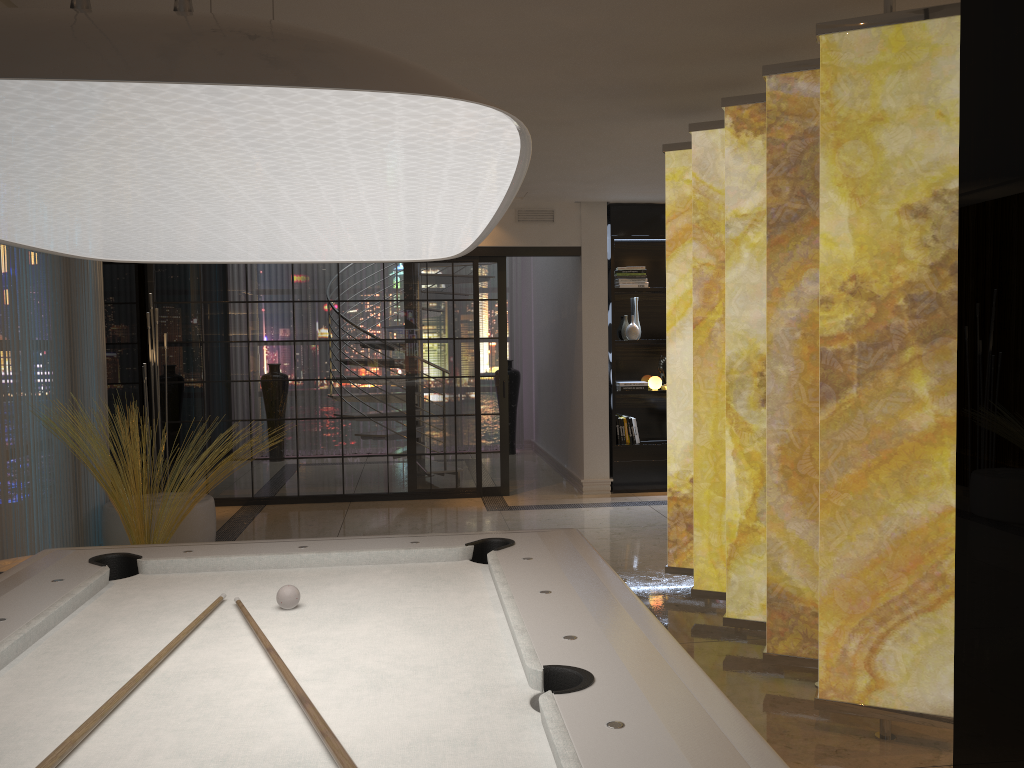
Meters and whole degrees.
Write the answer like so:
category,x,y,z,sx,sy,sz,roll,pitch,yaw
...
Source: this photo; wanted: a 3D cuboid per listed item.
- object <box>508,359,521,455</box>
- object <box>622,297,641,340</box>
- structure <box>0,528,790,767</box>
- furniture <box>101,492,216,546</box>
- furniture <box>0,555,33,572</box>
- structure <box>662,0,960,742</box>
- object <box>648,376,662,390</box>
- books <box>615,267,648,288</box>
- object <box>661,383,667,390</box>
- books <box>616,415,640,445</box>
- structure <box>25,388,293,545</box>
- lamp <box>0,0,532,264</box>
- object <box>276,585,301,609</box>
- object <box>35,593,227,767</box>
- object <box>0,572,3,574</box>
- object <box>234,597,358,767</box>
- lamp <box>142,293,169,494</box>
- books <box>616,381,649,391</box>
category,x,y,z,sx,sy,sz,roll,pitch,yaw
object,-0.050,0.285,10.954,0.327,1.173,0.327,-3,3,-35
object,1.104,-0.598,8.118,0.180,0.395,0.210,-1,3,-3
structure,-0.454,0.928,1.510,1.659,0.812,2.912,-1,3,-6
furniture,-2.431,0.962,6.128,0.735,0.357,0.735,-3,3,-34
furniture,-2.311,1.051,4.258,0.735,0.357,0.735,-1,3,-4
structure,1.182,-0.083,3.965,0.448,2.555,2.180,-1,3,-6
object,1.320,-0.010,8.181,0.125,0.125,0.125,1,3,33
books,1.085,-0.970,8.120,0.302,0.188,0.259,-1,3,0
object,1.487,-0.101,8.176,0.177,0.311,0.177,-1,3,-6
books,1.045,0.414,8.185,0.236,0.270,0.210,-1,3,-7
structure,-2.014,0.609,5.206,1.275,1.142,1.282,1,4,40
lamp,-0.495,-0.762,1.422,0.939,0.995,1.578,-1,3,-6
object,-0.537,0.511,2.128,0.057,0.057,0.057,-3,3,-37
object,-0.693,0.563,1.398,0.028,0.026,1.605,-1,3,-1
object,-2.134,1.013,3.462,0.325,0.508,0.261,-1,3,-6
object,-0.314,0.555,1.447,0.028,0.026,1.605,-2,3,-26
lamp,-2.776,0.209,6.874,0.200,1.801,0.418,-1,3,-6
books,1.107,0.020,8.177,0.266,0.073,0.209,-1,3,-3
